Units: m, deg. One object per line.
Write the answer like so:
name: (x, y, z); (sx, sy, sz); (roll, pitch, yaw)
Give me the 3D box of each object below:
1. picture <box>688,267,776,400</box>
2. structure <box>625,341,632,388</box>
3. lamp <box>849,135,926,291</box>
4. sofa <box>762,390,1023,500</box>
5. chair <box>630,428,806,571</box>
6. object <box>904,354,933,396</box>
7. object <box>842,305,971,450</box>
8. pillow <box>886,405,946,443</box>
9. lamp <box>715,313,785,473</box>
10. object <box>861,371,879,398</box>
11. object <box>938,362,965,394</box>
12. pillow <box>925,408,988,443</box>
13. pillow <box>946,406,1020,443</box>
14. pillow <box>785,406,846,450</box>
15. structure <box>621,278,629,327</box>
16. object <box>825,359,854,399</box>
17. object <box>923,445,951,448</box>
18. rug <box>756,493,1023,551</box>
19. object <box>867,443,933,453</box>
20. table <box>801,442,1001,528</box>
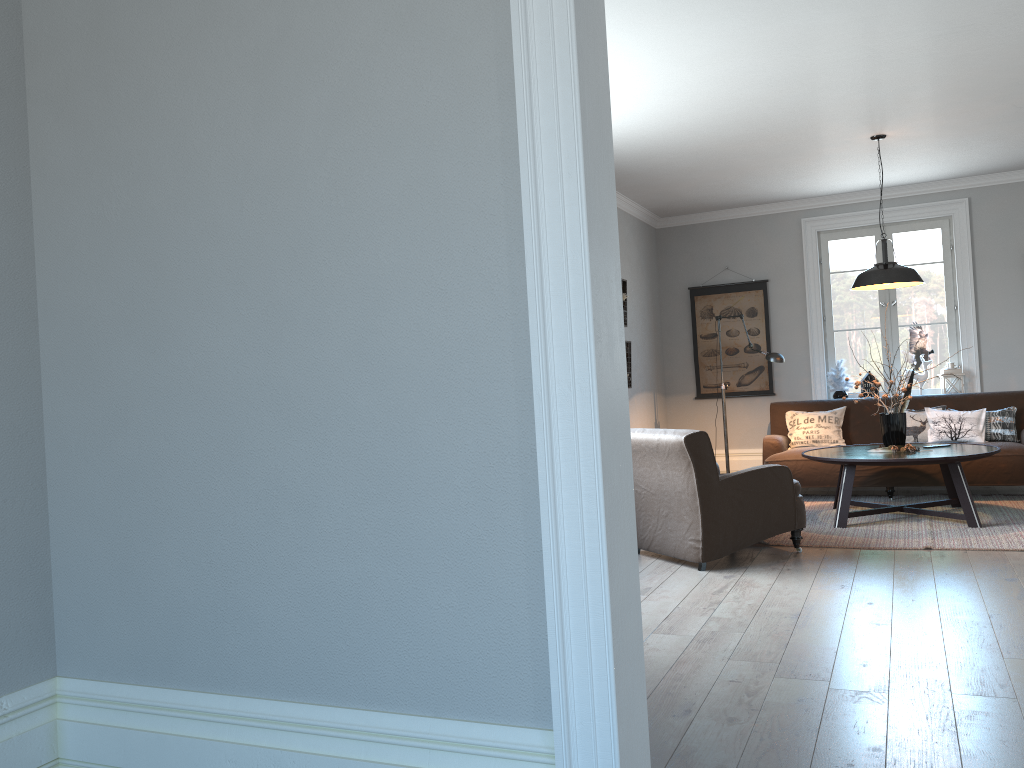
picture: (2.177, -0.520, 8.830); (0.793, 1.313, 0.057); (-4, -1, 24)
structure: (0.934, -0.166, 7.590); (0.086, 0.416, 0.468); (-4, -1, 24)
lamp: (2.651, -1.235, 6.350); (0.504, 1.076, 0.504); (-3, -1, -19)
sofa: (3.256, 0.527, 7.454); (2.164, 0.825, 0.969); (-4, 0, 24)
chair: (1.248, 0.651, 5.506); (0.970, 0.795, 0.807); (-3, -1, -25)
object: (3.687, -0.064, 8.033); (0.239, 0.410, 0.128); (-4, -1, 20)
object: (2.788, -0.060, 6.237); (0.853, 1.066, 0.525); (-3, -1, -5)
pillow: (3.402, 0.363, 7.462); (0.472, 0.348, 0.159); (-4, -1, 21)
lamp: (1.885, 0.210, 8.091); (0.797, 1.644, 1.863); (-3, -1, -29)
object: (3.337, 0.021, 8.275); (0.155, 0.284, 0.155); (-4, -1, 14)
object: (3.956, -0.036, 7.978); (0.193, 0.322, 0.193); (-4, -1, 18)
pillow: (3.638, 0.339, 7.275); (0.471, 0.309, 0.188); (-4, -1, 24)
pillow: (3.867, 0.338, 7.296); (0.542, 0.288, 0.183); (-4, -1, 25)
pillow: (2.680, 0.395, 7.824); (0.519, 0.369, 0.240); (-4, -1, 24)
structure: (0.903, -0.701, 7.574); (0.105, 0.416, 0.468); (-4, -1, 24)
object: (3.081, -0.034, 8.379); (0.248, 0.424, 0.262); (-3, -1, -31)
object: (3.081, 0.451, 6.430); (0.207, 0.011, 0.051); (-3, 0, -16)
rug: (2.817, 0.916, 6.349); (2.818, 0.090, 2.400); (-4, 0, 24)
object: (2.725, 0.449, 6.243); (0.404, 0.067, 0.153); (-4, 0, 41)
table: (2.764, 0.724, 6.330); (1.299, 0.503, 1.300); (-3, 0, 17)
